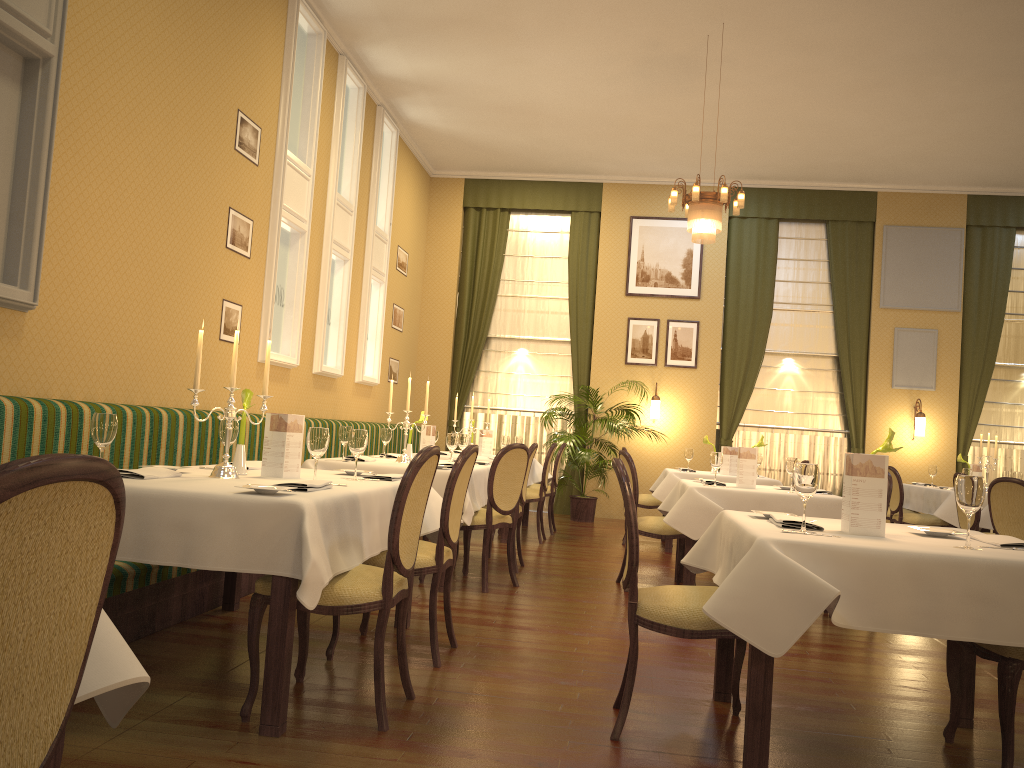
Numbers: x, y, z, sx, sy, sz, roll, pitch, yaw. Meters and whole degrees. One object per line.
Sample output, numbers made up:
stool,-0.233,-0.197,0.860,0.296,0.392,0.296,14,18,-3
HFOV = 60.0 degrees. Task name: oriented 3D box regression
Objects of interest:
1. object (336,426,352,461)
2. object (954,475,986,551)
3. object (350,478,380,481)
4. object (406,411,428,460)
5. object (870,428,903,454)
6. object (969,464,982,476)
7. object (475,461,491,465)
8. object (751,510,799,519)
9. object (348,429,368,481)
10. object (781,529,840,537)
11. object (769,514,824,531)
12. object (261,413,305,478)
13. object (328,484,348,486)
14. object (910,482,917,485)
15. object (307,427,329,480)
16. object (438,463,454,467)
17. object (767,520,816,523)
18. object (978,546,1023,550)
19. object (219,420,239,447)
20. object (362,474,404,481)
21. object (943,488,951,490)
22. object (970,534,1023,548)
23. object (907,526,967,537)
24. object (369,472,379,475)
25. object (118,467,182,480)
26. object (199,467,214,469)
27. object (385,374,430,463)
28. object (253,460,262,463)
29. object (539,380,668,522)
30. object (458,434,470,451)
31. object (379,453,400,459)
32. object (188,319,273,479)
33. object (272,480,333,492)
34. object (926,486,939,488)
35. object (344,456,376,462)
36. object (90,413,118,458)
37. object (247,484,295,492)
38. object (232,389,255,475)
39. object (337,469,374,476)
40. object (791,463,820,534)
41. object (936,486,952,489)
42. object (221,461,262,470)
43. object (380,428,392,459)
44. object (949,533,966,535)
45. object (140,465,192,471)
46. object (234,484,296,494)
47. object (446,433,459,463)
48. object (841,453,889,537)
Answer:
object,-1.099,0.391,5.812,0.088,0.229,0.088,6,-4,-34
object,1.437,0.403,2.788,0.088,0.229,0.088,6,-4,-34
object,-0.694,0.432,4.044,0.185,0.010,0.017,4,-3,8
object,-0.703,0.380,6.436,0.163,0.375,0.076,2,-4,29
object,1.282,0.337,3.126,0.163,0.375,0.076,5,-3,-15
object,4.812,0.968,9.152,0.166,0.277,0.081,5,-3,-21
object,-0.254,0.615,6.898,0.142,0.024,0.273,4,-3,8
object,1.016,0.512,3.435,0.160,0.024,0.160,4,-3,8
object,-0.695,0.318,3.971,0.088,0.229,0.088,6,-4,-34
object,0.971,0.485,2.879,0.185,0.010,0.017,4,-3,9
object,1.012,0.495,3.165,0.142,0.033,0.273,4,-3,8
object,-0.981,0.267,3.819,0.166,0.277,0.081,5,-3,-21
object,-0.755,0.402,3.582,0.185,0.010,0.017,4,-3,8
object,4.511,1.114,9.905,0.160,0.024,0.160,4,-3,8
object,-0.768,0.286,3.487,0.088,0.229,0.088,6,-4,-34
object,-0.428,0.547,5.966,0.142,0.033,0.273,4,-3,8
object,1.048,0.513,3.327,0.181,0.015,0.038,4,-3,9
object,1.597,0.527,2.852,0.185,0.010,0.017,4,-3,8
object,-1.317,0.281,4.106,0.088,0.229,0.088,6,-4,-34
object,-0.604,0.443,4.223,0.142,0.024,0.273,4,-3,8
object,4.400,1.055,8.849,0.185,0.010,0.017,4,-3,9
object,1.687,0.539,3.031,0.142,0.024,0.273,4,-3,8
object,1.514,0.532,3.160,0.160,0.024,0.160,4,-3,8
object,-0.629,0.456,4.445,0.181,0.015,0.038,4,-3,9
object,-1.375,0.336,3.337,0.142,0.033,0.273,4,-3,8
object,-1.328,0.385,4.016,0.185,0.010,0.017,4,-3,9
object,-0.737,0.229,6.233,0.390,0.655,0.131,3,-3,22
object,-1.282,0.413,4.572,0.160,0.024,0.160,4,-3,8
object,1.014,0.798,10.947,1.496,1.807,1.552,5,-3,-12
object,-0.366,0.487,6.635,0.088,0.229,0.088,6,-4,-34
object,-0.937,0.567,6.978,0.142,0.033,0.273,4,-3,8
object,-1.139,0.056,3.598,0.131,0.655,0.390,2,-4,27
object,-0.777,0.375,3.291,0.142,0.033,0.273,4,-3,8
object,4.465,1.087,9.349,0.185,0.010,0.017,4,-3,9
object,-1.025,0.508,6.013,0.142,0.033,0.273,4,-3,8
object,-1.449,0.219,3.136,0.088,0.229,0.088,6,-4,-34
object,-0.852,0.368,3.135,0.181,0.015,0.038,4,-3,9
object,-1.172,0.205,3.868,0.076,0.375,0.163,5,-3,-10
object,-0.777,0.437,4.352,0.160,0.024,0.160,4,-3,8
object,0.981,0.381,2.969,0.088,0.229,0.088,6,-4,-34
object,4.372,1.054,8.980,0.160,0.024,0.160,4,-3,8
object,-1.286,0.395,4.302,0.142,0.033,0.273,4,-3,8
object,-0.967,0.453,6.782,0.088,0.229,0.088,7,-4,-40
object,1.662,0.552,3.254,0.181,0.015,0.038,4,-3,9
object,-1.421,0.352,3.647,0.160,0.024,0.160,4,-3,8
object,-0.824,0.357,2.974,0.160,0.024,0.160,4,-3,8
object,-0.418,0.458,6.163,0.088,0.229,0.088,6,-4,-34
object,1.180,0.376,3.026,0.081,0.277,0.166,6,-4,-36
